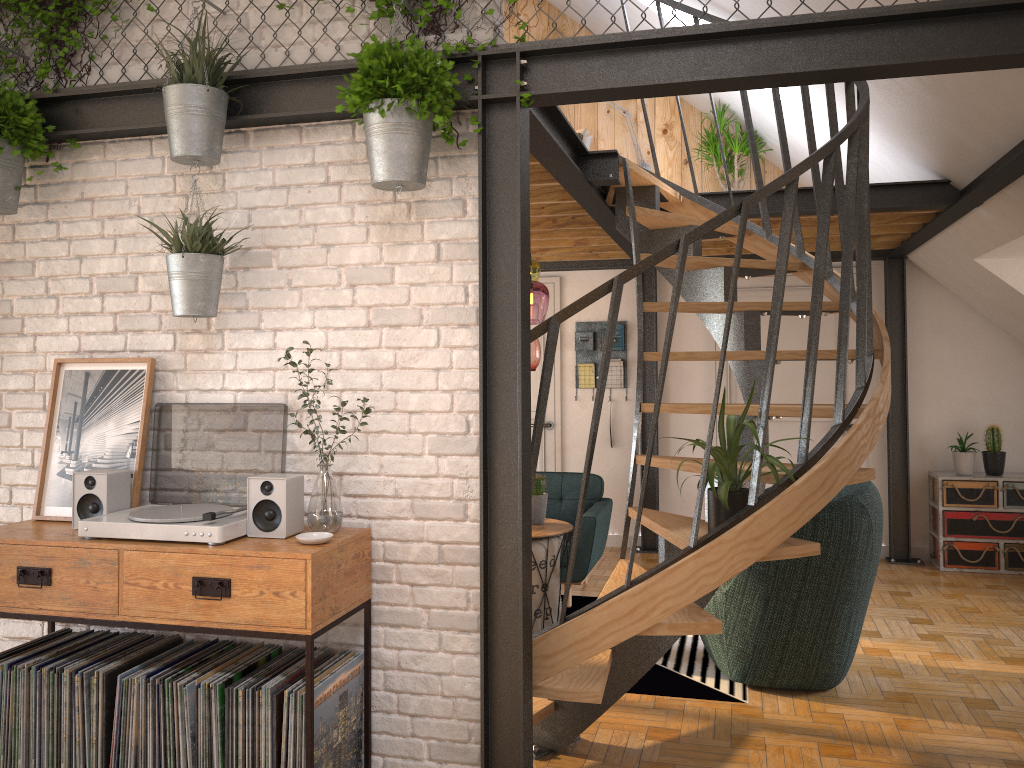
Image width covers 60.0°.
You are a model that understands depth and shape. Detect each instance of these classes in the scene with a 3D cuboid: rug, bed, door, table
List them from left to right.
[{"bbox_3d":[-0.431,1.417,5.198,3.500,0.010,1.700,0,1,14],"label":"rug"},{"bbox_3d":[-0.304,-1.628,6.654,2.121,1.022,2.288,0,0,14],"label":"bed"},{"bbox_3d":[-0.167,0.227,7.746,1.200,2.303,0.088,-1,-2,14],"label":"door"},{"bbox_3d":[0.012,1.071,5.013,0.681,0.686,0.681,0,-1,-36],"label":"table"},{"bbox_3d":[2.210,0.223,7.139,1.200,2.303,0.088,-1,-2,14],"label":"door"}]

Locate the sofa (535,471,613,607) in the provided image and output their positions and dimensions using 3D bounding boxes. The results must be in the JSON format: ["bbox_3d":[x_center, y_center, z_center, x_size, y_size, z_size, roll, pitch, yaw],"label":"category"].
[{"bbox_3d":[-0.334,1.009,6.102,1.973,0.783,0.824,0,0,14],"label":"sofa"}]

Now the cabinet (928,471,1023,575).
[{"bbox_3d":[3.589,1.025,6.584,0.833,0.696,0.379,0,-1,14],"label":"cabinet"}]

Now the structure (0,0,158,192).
[{"bbox_3d":[-1.856,-1.532,3.361,2.127,1.681,0.431,0,-1,15],"label":"structure"}]

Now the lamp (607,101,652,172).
[{"bbox_3d":[0.764,-2.147,7.340,0.850,0.815,0.194,0,-1,-29],"label":"lamp"}]

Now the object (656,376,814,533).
[{"bbox_3d":[0.766,0.253,3.209,0.528,0.592,0.457,0,-1,2],"label":"object"}]

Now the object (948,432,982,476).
[{"bbox_3d":[3.362,0.513,6.605,0.233,0.330,0.214,-1,-1,20],"label":"object"}]

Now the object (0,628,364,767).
[{"bbox_3d":[-1.172,1.161,2.888,1.313,0.575,0.404,0,-1,14],"label":"object"}]

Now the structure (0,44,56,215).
[{"bbox_3d":[-1.883,-0.923,3.192,0.437,0.653,0.423,-1,-1,44],"label":"structure"}]

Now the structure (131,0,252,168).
[{"bbox_3d":[-1.094,-1.031,3.008,0.384,0.608,0.348,0,-1,-23],"label":"structure"}]

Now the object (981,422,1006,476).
[{"bbox_3d":[3.573,0.476,6.578,0.168,0.401,0.169,0,-1,-25],"label":"object"}]

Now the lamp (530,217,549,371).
[{"bbox_3d":[-0.084,-0.582,5.204,0.618,1.014,0.490,0,-1,-36],"label":"lamp"}]

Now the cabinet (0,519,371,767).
[{"bbox_3d":[-1.134,0.966,2.871,1.264,0.965,0.455,0,-1,14],"label":"cabinet"}]

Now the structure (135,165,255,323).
[{"bbox_3d":[-1.077,-0.473,3.000,0.359,0.535,0.384,-1,-1,24],"label":"structure"}]

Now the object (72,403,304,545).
[{"bbox_3d":[-1.071,0.276,2.917,0.787,0.415,0.414,0,0,14],"label":"object"}]

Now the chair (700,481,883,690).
[{"bbox_3d":[1.336,0.938,4.358,0.901,0.965,0.896,0,-1,0],"label":"chair"}]

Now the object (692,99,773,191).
[{"bbox_3d":[1.673,-1.643,6.867,0.789,1.049,0.733,0,-1,-36],"label":"object"}]

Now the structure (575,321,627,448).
[{"bbox_3d":[0.750,0.005,7.512,0.442,1.078,0.099,-1,-2,14],"label":"structure"}]

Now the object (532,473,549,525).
[{"bbox_3d":[0.127,0.658,5.109,0.190,0.295,0.173,0,-1,-12],"label":"object"}]

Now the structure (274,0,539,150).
[{"bbox_3d":[-0.219,-1.696,2.964,1.305,1.873,0.457,0,-2,11],"label":"structure"}]

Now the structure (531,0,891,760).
[{"bbox_3d":[0.765,-0.458,3.880,1.627,3.822,2.247,-1,-1,29],"label":"structure"}]

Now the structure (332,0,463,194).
[{"bbox_3d":[-0.362,-0.926,2.803,0.437,0.653,0.423,-1,-1,44],"label":"structure"}]

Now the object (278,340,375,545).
[{"bbox_3d":[-0.639,0.172,2.834,0.295,0.621,0.290,-1,-1,29],"label":"object"}]

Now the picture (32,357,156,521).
[{"bbox_3d":[-1.487,0.195,3.152,0.411,0.577,0.126,-1,-2,14],"label":"picture"}]
